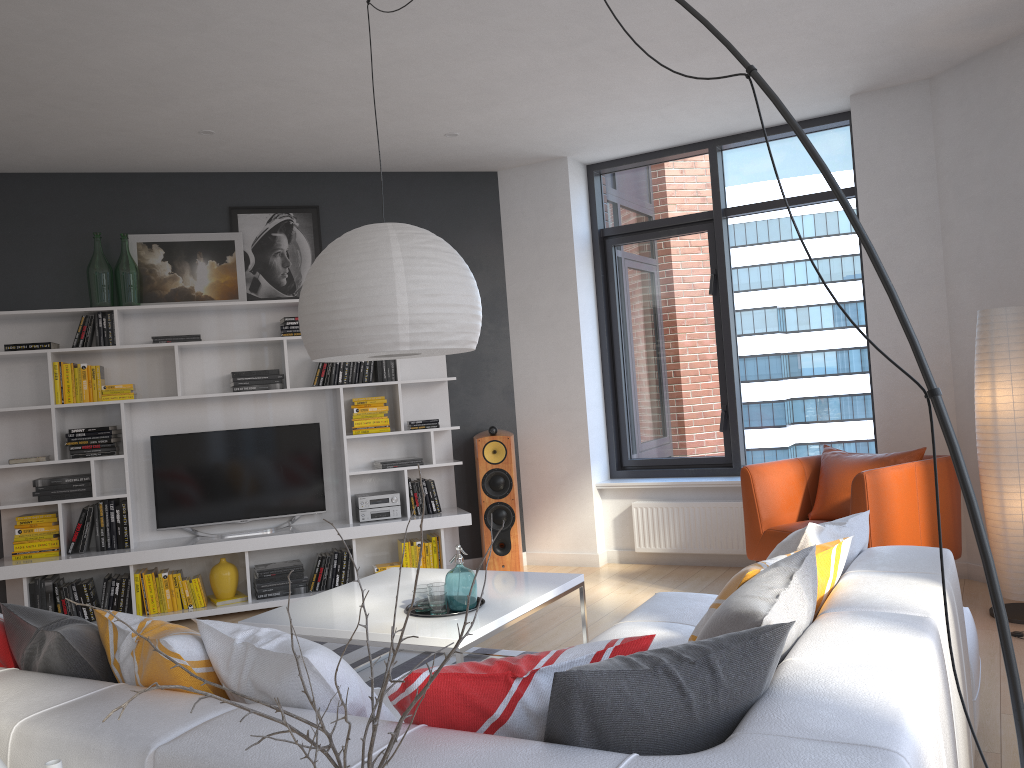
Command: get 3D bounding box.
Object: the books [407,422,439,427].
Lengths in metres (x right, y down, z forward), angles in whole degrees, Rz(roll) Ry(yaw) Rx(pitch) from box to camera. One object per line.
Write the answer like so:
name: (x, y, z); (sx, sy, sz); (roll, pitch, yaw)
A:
books: (-0.636, 0.288, 6.324); (0.198, 0.015, 0.142); (-4, -1, -18)

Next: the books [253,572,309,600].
books: (-1.563, 1.342, 5.992); (0.343, 0.137, 0.277); (-4, -1, -21)

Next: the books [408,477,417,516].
books: (-0.728, 0.797, 6.306); (0.053, 0.268, 0.202); (-4, -1, -17)

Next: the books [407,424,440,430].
books: (-0.632, 0.307, 6.322); (0.213, 0.023, 0.161); (-4, -1, -13)

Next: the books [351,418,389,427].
books: (-1.005, 0.273, 6.273); (0.243, 0.042, 0.189); (-4, -1, -16)

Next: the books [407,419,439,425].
books: (-0.639, 0.269, 6.340); (0.213, 0.023, 0.161); (-4, -1, -13)

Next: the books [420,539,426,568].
books: (-0.633, 1.223, 6.237); (0.023, 0.239, 0.169); (-4, -1, -16)

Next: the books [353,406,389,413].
books: (-1.004, 0.181, 6.285); (0.239, 0.033, 0.176); (-4, -1, -13)

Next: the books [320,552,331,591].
books: (-1.276, 1.274, 6.038); (0.081, 0.233, 0.169); (-4, -1, -17)

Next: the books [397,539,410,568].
books: (-0.755, 1.224, 6.202); (0.044, 0.255, 0.198); (-4, -1, -16)

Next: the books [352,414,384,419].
books: (-1.018, 0.228, 6.264); (0.217, 0.023, 0.145); (-4, -1, -12)

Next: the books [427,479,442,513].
books: (-0.568, 0.803, 6.370); (0.077, 0.233, 0.179); (-4, -1, -16)

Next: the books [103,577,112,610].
books: (-2.571, 1.365, 5.654); (0.069, 0.242, 0.172); (-4, -1, -15)

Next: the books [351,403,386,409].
books: (-1.013, 0.154, 6.286); (0.227, 0.022, 0.160); (-4, -1, -1)

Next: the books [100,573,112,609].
books: (-2.601, 1.357, 5.675); (0.066, 0.260, 0.197); (-4, -1, -16)

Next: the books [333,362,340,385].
books: (-1.229, -0.114, 6.194); (0.075, 0.254, 0.192); (-4, -1, -17)

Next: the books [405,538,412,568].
books: (-0.727, 1.220, 6.212); (0.015, 0.263, 0.199); (-4, -1, -16)

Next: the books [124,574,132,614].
books: (-2.462, 1.347, 5.712); (0.066, 0.260, 0.197); (-4, -1, -16)

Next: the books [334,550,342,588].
books: (-1.197, 1.265, 6.068); (0.068, 0.243, 0.179); (-4, -1, -18)

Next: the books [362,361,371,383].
books: (-1.030, -0.127, 6.248); (0.084, 0.249, 0.191); (-4, -1, -16)

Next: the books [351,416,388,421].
books: (-1.013, 0.245, 6.286); (0.251, 0.014, 0.189); (-4, -1, -13)

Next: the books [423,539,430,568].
books: (-0.609, 1.224, 6.240); (0.024, 0.234, 0.172); (-4, -1, -16)

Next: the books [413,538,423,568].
books: (-0.661, 1.220, 6.226); (0.035, 0.250, 0.185); (-4, -1, -16)

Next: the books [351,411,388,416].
books: (-1.013, 0.208, 6.284); (0.239, 0.019, 0.171); (-4, -1, -16)

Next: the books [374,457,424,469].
books: (-0.811, 0.560, 6.310); (0.310, 0.047, 0.250); (-4, -1, -21)

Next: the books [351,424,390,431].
books: (-1.002, 0.306, 6.267); (0.257, 0.024, 0.203); (-4, -1, -13)

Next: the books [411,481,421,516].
books: (-0.695, 0.810, 6.311); (0.053, 0.240, 0.189); (-4, -1, -16)

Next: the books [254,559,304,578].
books: (-1.582, 1.251, 6.012); (0.310, 0.047, 0.250); (-4, -1, -21)

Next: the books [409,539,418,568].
books: (-0.688, 1.221, 6.221); (0.019, 0.251, 0.180); (-4, -1, -16)

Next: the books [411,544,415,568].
books: (-0.702, 1.235, 6.197); (0.024, 0.229, 0.156); (-4, -1, -17)

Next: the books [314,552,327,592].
books: (-1.310, 1.277, 6.042); (0.096, 0.234, 0.187); (-4, -1, -16)

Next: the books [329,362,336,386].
books: (-1.243, -0.106, 6.163); (0.069, 0.242, 0.172); (-4, -1, -15)

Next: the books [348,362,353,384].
books: (-1.135, -0.124, 6.221); (0.066, 0.260, 0.197); (-4, -1, -16)

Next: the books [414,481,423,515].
books: (-0.670, 0.809, 6.311); (0.049, 0.236, 0.170); (-4, -1, -16)

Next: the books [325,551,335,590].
books: (-1.239, 1.268, 6.035); (0.069, 0.242, 0.172); (-4, -1, -15)

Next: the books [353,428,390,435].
books: (-0.995, 0.331, 6.260); (0.257, 0.028, 0.194); (-4, -1, -11)

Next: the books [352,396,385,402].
books: (-1.023, 0.108, 6.304); (0.223, 0.023, 0.163); (-4, -1, -12)

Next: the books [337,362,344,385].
books: (-1.201, -0.109, 6.196); (0.068, 0.243, 0.179); (-4, -1, -18)

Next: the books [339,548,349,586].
books: (-1.163, 1.258, 6.083); (0.084, 0.249, 0.191); (-4, -1, -16)

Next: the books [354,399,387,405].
books: (-1.006, 0.130, 6.285); (0.223, 0.023, 0.163); (-4, -1, -12)

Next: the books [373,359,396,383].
books: (-0.915, -0.165, 6.313); (0.128, 0.321, 0.259); (-4, -1, -16)

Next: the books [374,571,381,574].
books: (-0.862, 1.292, 6.160); (0.187, 0.014, 0.134); (-4, -1, -16)

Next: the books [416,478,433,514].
books: (-0.623, 0.797, 6.329); (0.066, 0.255, 0.193); (-4, -1, -17)

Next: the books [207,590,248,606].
books: (-1.887, 1.420, 5.879); (0.204, 0.029, 0.270); (-4, -1, -31)

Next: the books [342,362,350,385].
books: (-1.167, -0.117, 6.211); (0.084, 0.249, 0.191); (-4, -1, -16)

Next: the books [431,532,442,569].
books: (-0.537, 1.201, 6.281); (0.025, 0.270, 0.213); (-4, -1, -16)

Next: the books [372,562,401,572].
books: (-0.870, 1.272, 6.171); (0.186, 0.026, 0.138); (-4, -1, -16)

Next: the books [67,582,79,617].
books: (-2.759, 1.377, 5.600); (0.050, 0.242, 0.169); (-4, -1, -17)

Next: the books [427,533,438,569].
books: (-0.560, 1.203, 6.265); (0.029, 0.270, 0.204); (-4, -1, -16)

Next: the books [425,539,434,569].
books: (-0.585, 1.222, 6.251); (0.024, 0.234, 0.172); (-4, -1, -16)

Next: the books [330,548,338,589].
books: (-1.225, 1.260, 6.067); (0.075, 0.254, 0.192); (-4, -1, -17)

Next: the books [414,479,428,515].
books: (-0.647, 0.804, 6.310); (0.050, 0.242, 0.169); (-4, -1, -17)

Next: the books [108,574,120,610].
books: (-2.555, 1.357, 5.685); (0.075, 0.254, 0.192); (-4, -1, -17)

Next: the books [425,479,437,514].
books: (-0.592, 0.800, 6.330); (0.066, 0.242, 0.177); (-4, -1, -17)

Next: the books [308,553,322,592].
books: (-1.341, 1.279, 6.028); (0.104, 0.234, 0.182); (-4, -1, -16)

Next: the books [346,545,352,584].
books: (-1.131, 1.251, 6.094); (0.066, 0.260, 0.197); (-4, -1, -16)
